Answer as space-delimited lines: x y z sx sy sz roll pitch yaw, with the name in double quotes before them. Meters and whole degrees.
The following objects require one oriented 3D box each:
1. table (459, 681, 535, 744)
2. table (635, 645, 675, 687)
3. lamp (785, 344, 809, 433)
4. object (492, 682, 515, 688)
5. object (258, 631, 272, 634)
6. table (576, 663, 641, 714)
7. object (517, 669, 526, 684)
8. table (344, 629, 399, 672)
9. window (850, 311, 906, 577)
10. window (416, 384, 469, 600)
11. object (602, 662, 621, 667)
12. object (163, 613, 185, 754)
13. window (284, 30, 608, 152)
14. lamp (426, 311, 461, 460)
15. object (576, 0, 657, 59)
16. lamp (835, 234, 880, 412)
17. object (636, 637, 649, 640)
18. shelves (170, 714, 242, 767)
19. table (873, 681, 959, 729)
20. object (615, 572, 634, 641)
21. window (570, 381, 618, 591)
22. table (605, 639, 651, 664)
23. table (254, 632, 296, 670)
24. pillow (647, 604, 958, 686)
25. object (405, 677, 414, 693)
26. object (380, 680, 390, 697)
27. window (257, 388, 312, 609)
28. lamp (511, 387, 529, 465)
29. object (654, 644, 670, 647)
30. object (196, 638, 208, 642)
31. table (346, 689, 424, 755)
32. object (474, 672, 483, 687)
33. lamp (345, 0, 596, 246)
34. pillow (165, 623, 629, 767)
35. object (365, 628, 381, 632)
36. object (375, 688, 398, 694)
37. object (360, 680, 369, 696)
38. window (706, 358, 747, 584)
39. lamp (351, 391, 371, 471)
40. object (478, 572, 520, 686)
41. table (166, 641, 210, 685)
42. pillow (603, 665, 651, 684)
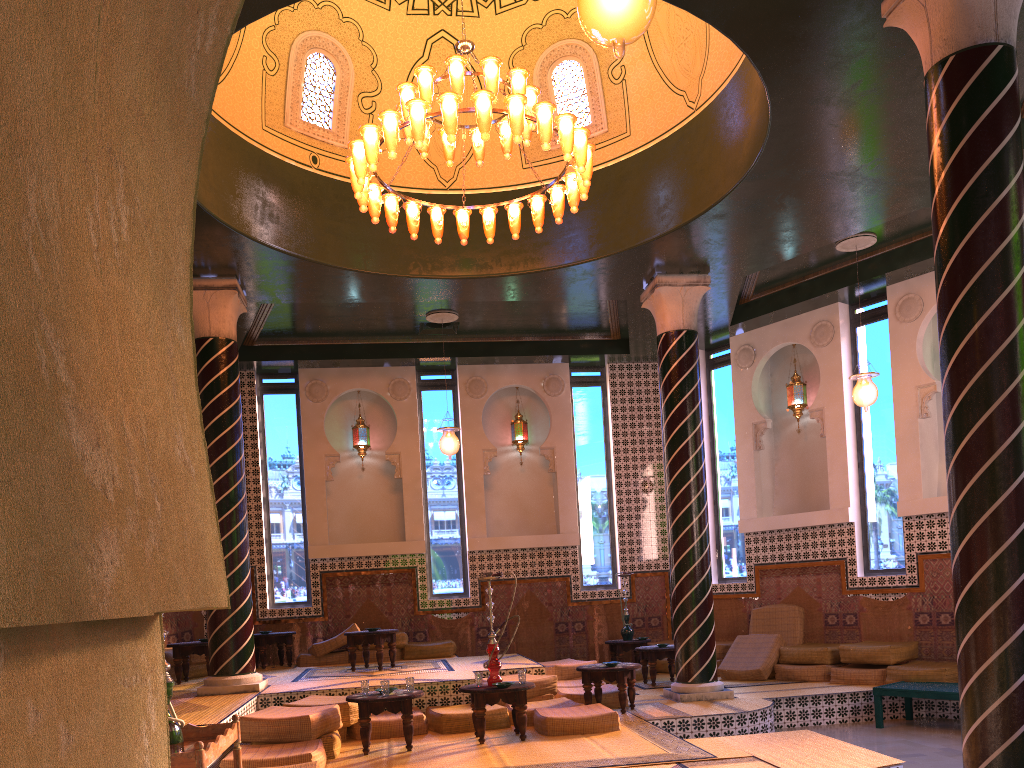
"table" -0.146 3.617 9.510 0.842 0.585 0.854 5 -12 -43
"table" 2.393 4.486 13.752 0.842 0.585 0.854 5 -12 -43
"lamp" 4.751 0.064 14.421 0.359 1.561 0.327 -3 -1 -35
"object" -0.090 3.245 9.292 0.254 0.045 0.253 -13 -16 36
"object" -4.222 4.250 14.756 0.251 0.045 0.257 -5 -13 7
"table" 1.260 3.930 11.132 0.847 0.585 0.849 -8 -10 27
"object" 0.112 3.231 9.531 0.091 0.162 0.093 -1 -4 -31
"table" -2.158 4.121 13.349 0.839 0.585 0.858 -4 -9 4
"window" 5.668 0.945 13.255 0.090 3.990 0.780 -3 -1 -38
"window" -1.296 2.010 16.095 0.773 3.990 0.091 -3 0 -8
"object" 1.274 3.589 11.046 0.250 0.045 0.257 2 -14 -23
"object" -2.144 1.597 5.080 0.463 1.251 0.299 -3 -1 0
"window" -0.444 -4.172 8.794 5.807 1.153 5.582 -10 -14 27
"lamp" -1.053 0.061 13.791 0.517 2.313 0.523 -3 -1 -19
"object" 0.366 -2.460 3.477 0.517 2.313 0.523 -3 -1 -19
"lamp" 4.705 -0.771 11.645 0.517 2.313 0.523 -3 -1 -19
"object" 2.347 4.590 15.545 0.251 0.045 0.257 -5 -13 7
"shelves" -2.075 2.762 5.285 0.745 1.282 1.210 -3 -6 -7
"table" 5.704 4.120 10.825 0.855 0.609 2.043 4 -14 -37
"object" 2.035 4.026 15.642 0.302 1.251 0.463 -4 -2 28
"window" 1.531 1.943 16.485 0.773 3.990 0.091 -3 0 -8
"table" 2.120 4.953 15.674 0.838 0.585 0.858 -3 -9 1
"table" -4.141 4.603 14.905 0.840 0.585 0.856 -5 -9 10
"pillow" 4.269 4.152 13.854 1.407 1.185 5.877 3 -14 -38
"object" -1.101 3.253 9.333 0.091 0.162 0.093 -1 -4 -31
"object" -1.336 3.211 9.100 0.091 0.162 0.093 -1 -4 -31
"window" -4.123 2.077 15.705 0.773 3.990 0.091 -3 0 -8
"lamp" 0.138 0.784 16.362 0.362 1.561 0.323 -4 -1 25
"object" 2.387 4.150 13.696 0.251 0.045 0.257 -5 -13 7
"object" -4.600 3.841 12.935 0.251 0.045 0.257 -5 -13 7
"table" -1.349 3.633 9.288 0.836 0.585 0.860 0 -10 -17
"object" -0.363 3.242 9.466 0.092 0.162 0.093 -3 -3 -6
"lamp" -0.516 -4.144 8.653 2.469 4.593 2.498 -3 -3 -1
"pillow" -3.313 3.792 10.650 10.018 1.256 10.196 -1 -13 -8
"object" -2.152 3.801 13.349 0.251 0.045 0.257 -5 -13 7
"object" -1.364 3.336 9.375 0.254 0.045 0.253 -13 -16 36
"object" -1.576 3.264 9.268 0.093 0.162 0.092 -6 -4 39
"window" 3.917 1.578 15.512 0.090 3.990 0.780 -3 -1 -38
"lamp" -2.790 0.848 15.937 0.326 1.561 0.360 -4 -1 25
"object" -0.143 2.694 9.510 0.464 1.250 0.301 -3 -1 8
"table" -4.716 4.171 12.944 0.837 0.585 0.859 -3 -9 -3
"pillow" 1.791 4.966 14.787 0.977 0.276 0.969 6 -15 -37
